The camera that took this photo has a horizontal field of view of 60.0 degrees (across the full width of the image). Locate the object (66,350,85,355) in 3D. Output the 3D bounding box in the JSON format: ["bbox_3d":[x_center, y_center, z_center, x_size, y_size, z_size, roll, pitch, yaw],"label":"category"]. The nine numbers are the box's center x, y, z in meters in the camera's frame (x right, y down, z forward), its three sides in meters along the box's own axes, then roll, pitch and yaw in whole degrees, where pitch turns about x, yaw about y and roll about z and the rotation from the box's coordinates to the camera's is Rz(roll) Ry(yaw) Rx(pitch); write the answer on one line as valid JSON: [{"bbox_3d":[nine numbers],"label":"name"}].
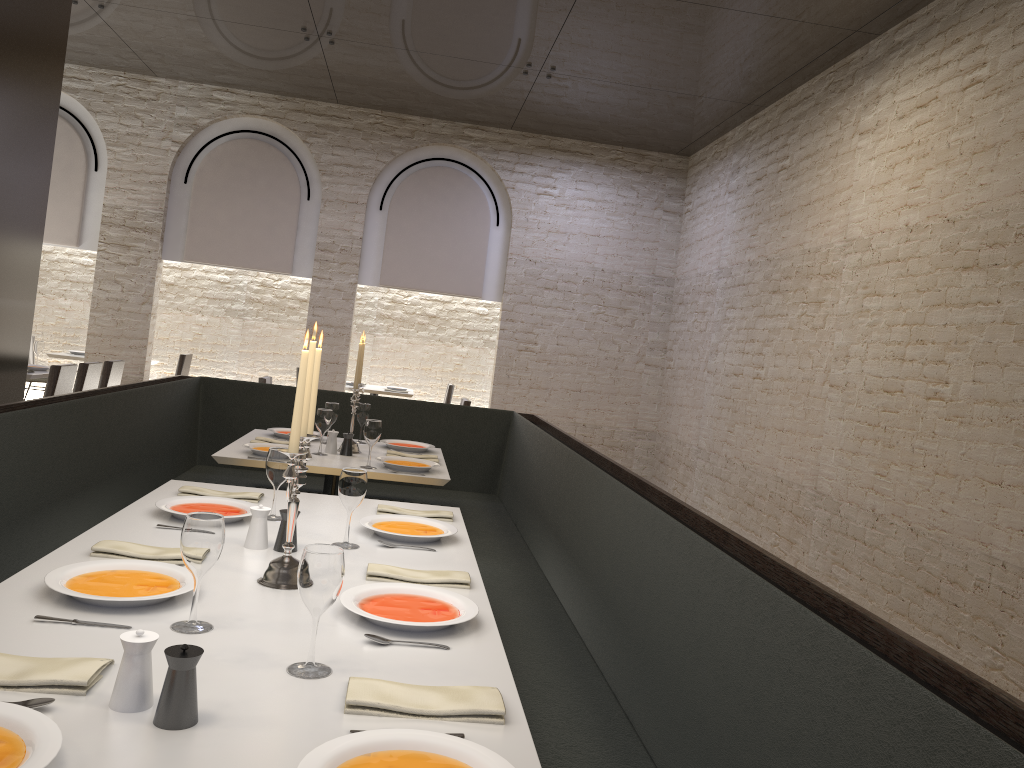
[{"bbox_3d":[-4.973,-0.355,10.234,0.322,0.036,0.321,8,2,28],"label":"object"}]

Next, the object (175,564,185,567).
[{"bbox_3d":[-0.897,0.446,2.181,0.181,0.015,0.038,7,2,-5],"label":"object"}]

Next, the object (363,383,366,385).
[{"bbox_3d":[-1.940,-0.011,10.945,0.272,0.033,0.143,7,2,-7],"label":"object"}]

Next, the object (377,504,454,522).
[{"bbox_3d":[-0.355,0.470,3.243,0.272,0.033,0.143,7,2,-7],"label":"object"}]

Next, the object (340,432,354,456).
[{"bbox_3d":[-0.851,0.310,4.583,0.069,0.126,0.068,7,0,35],"label":"object"}]

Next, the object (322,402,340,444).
[{"bbox_3d":[-1.015,0.219,4.943,0.086,0.231,0.086,7,0,29],"label":"object"}]

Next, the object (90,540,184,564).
[{"bbox_3d":[-0.931,0.436,2.308,0.272,0.033,0.143,7,2,-7],"label":"object"}]

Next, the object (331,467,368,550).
[{"bbox_3d":[-0.483,0.370,2.645,0.086,0.231,0.086,7,0,5],"label":"object"}]

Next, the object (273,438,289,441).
[{"bbox_3d":[-1.219,0.308,4.861,0.185,0.010,0.017,7,2,-7],"label":"object"}]

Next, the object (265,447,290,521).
[{"bbox_3d":[-0.770,0.326,2.900,0.086,0.231,0.086,7,0,5],"label":"object"}]

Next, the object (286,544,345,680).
[{"bbox_3d":[-0.365,0.422,1.655,0.087,0.231,0.086,7,0,35],"label":"object"}]

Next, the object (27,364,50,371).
[{"bbox_3d":[-4.035,-0.137,7.453,0.322,0.036,0.321,8,2,30],"label":"object"}]

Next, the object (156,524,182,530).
[{"bbox_3d":[-0.949,0.426,2.606,0.185,0.010,0.017,7,2,-7],"label":"object"}]

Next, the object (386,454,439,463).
[{"bbox_3d":[-0.524,0.396,4.649,0.272,0.033,0.143,7,2,-7],"label":"object"}]

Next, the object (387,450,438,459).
[{"bbox_3d":[-0.542,0.388,4.802,0.272,0.033,0.143,7,2,-7],"label":"object"}]

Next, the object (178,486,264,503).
[{"bbox_3d":[-1.033,0.391,3.161,0.272,0.033,0.143,7,2,-7],"label":"object"}]

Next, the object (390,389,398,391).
[{"bbox_3d":[-1.370,0.075,10.483,0.181,0.015,0.038,7,2,-5],"label":"object"}]

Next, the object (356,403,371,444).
[{"bbox_3d":[-0.873,0.229,5.150,0.086,0.231,0.086,7,0,-37],"label":"object"}]

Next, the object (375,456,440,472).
[{"bbox_3d":[-0.516,0.401,4.370,0.321,0.036,0.322,6,2,-31],"label":"object"}]

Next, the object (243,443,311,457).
[{"bbox_3d":[-1.142,0.328,4.297,0.321,0.036,0.322,6,2,-31],"label":"object"}]

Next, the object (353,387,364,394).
[{"bbox_3d":[-1.164,0.137,6.662,0.087,0.231,0.086,7,0,23],"label":"object"}]

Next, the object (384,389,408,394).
[{"bbox_3d":[-1.345,0.084,10.308,0.272,0.033,0.143,7,2,-7],"label":"object"}]

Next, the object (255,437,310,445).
[{"bbox_3d":[-1.221,0.310,4.727,0.272,0.033,0.143,7,2,-7],"label":"object"}]

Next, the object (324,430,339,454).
[{"bbox_3d":[-0.934,0.299,4.597,0.069,0.126,0.068,7,0,35],"label":"object"}]

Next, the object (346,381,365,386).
[{"bbox_3d":[-1.916,-0.003,10.604,0.322,0.036,0.321,8,2,28],"label":"object"}]

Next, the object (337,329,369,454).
[{"bbox_3d":[-0.828,0.035,4.716,0.131,0.657,0.390,7,0,4],"label":"object"}]

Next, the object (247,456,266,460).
[{"bbox_3d":[-1.127,0.348,4.091,0.185,0.010,0.017,7,2,-7],"label":"object"}]

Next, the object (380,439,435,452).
[{"bbox_3d":[-0.605,0.362,5.111,0.322,0.036,0.321,9,3,41],"label":"object"}]

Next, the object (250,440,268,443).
[{"bbox_3d":[-1.203,0.318,4.573,0.272,0.033,0.143,7,2,-7],"label":"object"}]

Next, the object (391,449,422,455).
[{"bbox_3d":[-0.588,0.379,4.932,0.181,0.015,0.038,7,2,-5],"label":"object"}]

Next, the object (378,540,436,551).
[{"bbox_3d":[-0.321,0.495,2.704,0.181,0.015,0.038,7,2,-5],"label":"object"}]

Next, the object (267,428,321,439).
[{"bbox_3d":[-1.231,0.290,5.038,0.321,0.036,0.322,6,2,-11],"label":"object"}]

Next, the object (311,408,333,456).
[{"bbox_3d":[-0.961,0.243,4.492,0.086,0.231,0.086,7,0,29],"label":"object"}]

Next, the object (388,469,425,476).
[{"bbox_3d":[-0.499,0.417,4.190,0.181,0.015,0.038,7,2,-5],"label":"object"}]

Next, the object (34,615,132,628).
[{"bbox_3d":[-0.846,0.470,1.752,0.185,0.010,0.017,7,2,-7],"label":"object"}]

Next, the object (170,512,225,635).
[{"bbox_3d":[-0.639,0.383,1.808,0.086,0.231,0.086,7,0,-7],"label":"object"}]

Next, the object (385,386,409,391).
[{"bbox_3d":[-1.386,0.058,10.666,0.322,0.036,0.321,8,2,28],"label":"object"}]

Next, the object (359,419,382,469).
[{"bbox_3d":[-0.674,0.287,4.237,0.086,0.231,0.086,7,0,29],"label":"object"}]
